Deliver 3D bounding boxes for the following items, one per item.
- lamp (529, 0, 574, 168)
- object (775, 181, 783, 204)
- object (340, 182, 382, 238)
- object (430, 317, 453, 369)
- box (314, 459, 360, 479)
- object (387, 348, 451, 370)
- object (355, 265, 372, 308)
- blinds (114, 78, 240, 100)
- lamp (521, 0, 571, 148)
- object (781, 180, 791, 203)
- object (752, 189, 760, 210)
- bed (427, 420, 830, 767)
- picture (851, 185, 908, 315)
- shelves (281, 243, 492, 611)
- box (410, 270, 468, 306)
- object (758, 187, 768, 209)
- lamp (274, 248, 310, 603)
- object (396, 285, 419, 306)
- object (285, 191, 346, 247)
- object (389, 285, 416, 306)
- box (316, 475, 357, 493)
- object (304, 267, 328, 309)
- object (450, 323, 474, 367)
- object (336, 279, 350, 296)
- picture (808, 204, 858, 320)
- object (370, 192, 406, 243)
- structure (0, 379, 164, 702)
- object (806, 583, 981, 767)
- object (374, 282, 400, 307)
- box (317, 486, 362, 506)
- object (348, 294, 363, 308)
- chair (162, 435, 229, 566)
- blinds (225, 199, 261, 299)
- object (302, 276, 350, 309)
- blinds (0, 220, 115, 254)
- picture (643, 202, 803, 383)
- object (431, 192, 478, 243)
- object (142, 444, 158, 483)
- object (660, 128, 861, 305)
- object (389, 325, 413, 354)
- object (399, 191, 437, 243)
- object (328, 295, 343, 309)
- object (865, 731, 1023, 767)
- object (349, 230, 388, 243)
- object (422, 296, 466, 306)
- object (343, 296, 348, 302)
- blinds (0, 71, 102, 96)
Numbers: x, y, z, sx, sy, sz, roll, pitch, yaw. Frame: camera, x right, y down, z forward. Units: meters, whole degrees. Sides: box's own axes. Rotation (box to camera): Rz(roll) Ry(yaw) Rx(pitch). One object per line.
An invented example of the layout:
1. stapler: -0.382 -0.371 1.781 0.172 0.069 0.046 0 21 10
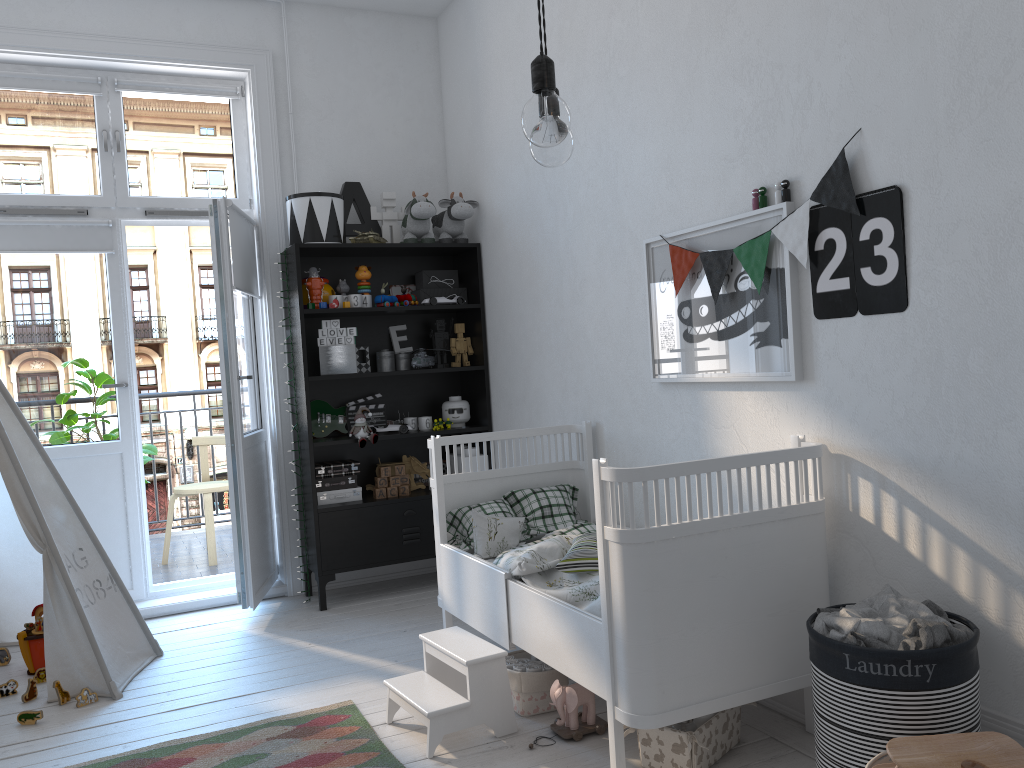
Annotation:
1. lamp: -0.482 -1.096 1.842 1.381 1.530 0.074 -2 2 40
2. object: 0.744 -0.531 2.466 0.025 0.064 0.025 -5 2 -29
3. object: -0.787 -0.830 4.421 0.343 0.344 0.057 -4 2 -25
4. object: -0.353 -0.210 4.510 0.117 0.259 0.081 -4 2 -25
5. box: -0.856 0.409 4.264 0.215 0.062 0.179 -4 2 -25
6. object: -0.448 -0.125 4.409 0.367 0.106 0.349 -4 2 -23
7. object: -0.709 -0.465 4.255 0.077 0.213 0.077 -3 2 9
8. blinds: -1.599 -1.417 4.259 0.565 0.060 0.032 -4 2 -25
9. lamp: -0.497 -1.092 1.704 1.381 1.530 0.074 -2 2 40
10. object: 0.755 -0.531 2.444 0.025 0.064 0.025 -5 2 -32
11. object: 0.705 -0.531 2.556 0.025 0.064 0.025 -5 2 -29
12. bed: 0.281 0.579 2.845 0.670 0.833 1.404 -4 2 -25
13. picture: 0.902 -0.325 2.183 0.013 0.305 0.153 -4 2 -25
14. shelves: -0.586 0.171 4.367 0.911 1.678 0.353 -4 2 -25
15. box: -0.369 -0.481 4.516 0.251 0.189 0.179 -4 2 -25
16. object: 0.716 -0.531 2.530 0.025 0.064 0.025 -5 2 -27
17. lamp: -0.636 0.170 4.413 0.985 1.685 0.095 -5 2 -27
18. object: -0.526 -0.436 4.387 0.122 0.112 0.087 -2 2 36
19. object: -0.926 -0.775 4.275 0.272 0.259 0.394 -3 2 4
20. object: -0.460 -0.451 4.590 0.347 0.132 0.037 -4 2 -25
21. box: -0.868 0.472 4.257 0.215 0.062 0.179 -4 2 -25
22. object: -0.911 -0.445 4.135 0.105 0.203 0.072 -4 2 -17
23. object: -0.257 -0.196 4.486 0.114 0.221 0.052 -4 2 -25
24. object: -0.824 -0.433 4.337 0.063 0.160 0.063 -2 3 44
25. picture: 0.837 -0.322 2.323 0.010 0.301 0.152 -4 2 -25
26. object: -0.616 -0.814 4.468 0.190 0.291 0.065 -4 2 -20
27. structure: -1.995 0.260 3.242 1.143 1.750 1.142 -2 2 41
28. object: 0.845 0.724 1.962 0.345 0.513 0.346 -5 2 -35
29. object: -0.608 -0.428 4.302 0.087 0.126 0.121 -2 2 42
30. box: -0.847 0.532 4.267 0.215 0.062 0.179 -4 2 -25
31. object: -0.742 -0.388 4.197 0.067 0.067 0.067 -4 2 -24
32. chair: -1.814 0.679 5.322 0.436 0.716 0.498 -3 2 20
33. blinds: -1.239 -0.610 4.119 0.032 0.390 0.565 -4 2 -5
34. object: -0.910 -0.442 4.213 0.197 0.197 0.318 -4 2 -29
35. blinds: -2.116 -0.669 4.020 0.565 0.158 0.032 -4 2 -25
36. picture: 0.630 -0.253 2.758 0.030 0.493 0.703 -4 2 -25
37. object: -0.332 -0.809 4.423 0.211 0.253 0.386 -5 2 -41
38. object: -2.383 0.463 5.085 0.720 1.225 0.489 -4 2 -15
39. object: 0.683 -0.450 2.602 0.058 0.415 0.905 -5 2 -26
40. object: -0.568 -0.227 4.529 0.107 0.151 0.055 -4 2 -25
41. object: -0.468 -0.798 4.355 0.154 0.253 0.370 -4 2 -17
42. object: -0.827 -0.382 4.173 0.067 0.067 0.067 -4 2 -24
43. object: 0.835 0.814 1.597 0.379 0.367 0.378 -2 2 35
44. object: -0.700 -0.709 4.260 0.121 0.100 0.338 -3 1 10
45. object: -0.338 -0.408 4.376 0.230 0.048 0.098 -5 2 -35
46. object: -0.798 -0.386 4.236 0.067 0.067 0.067 -2 2 39
47. blinds: -2.160 -1.361 3.997 0.565 0.087 0.032 -4 2 -25
